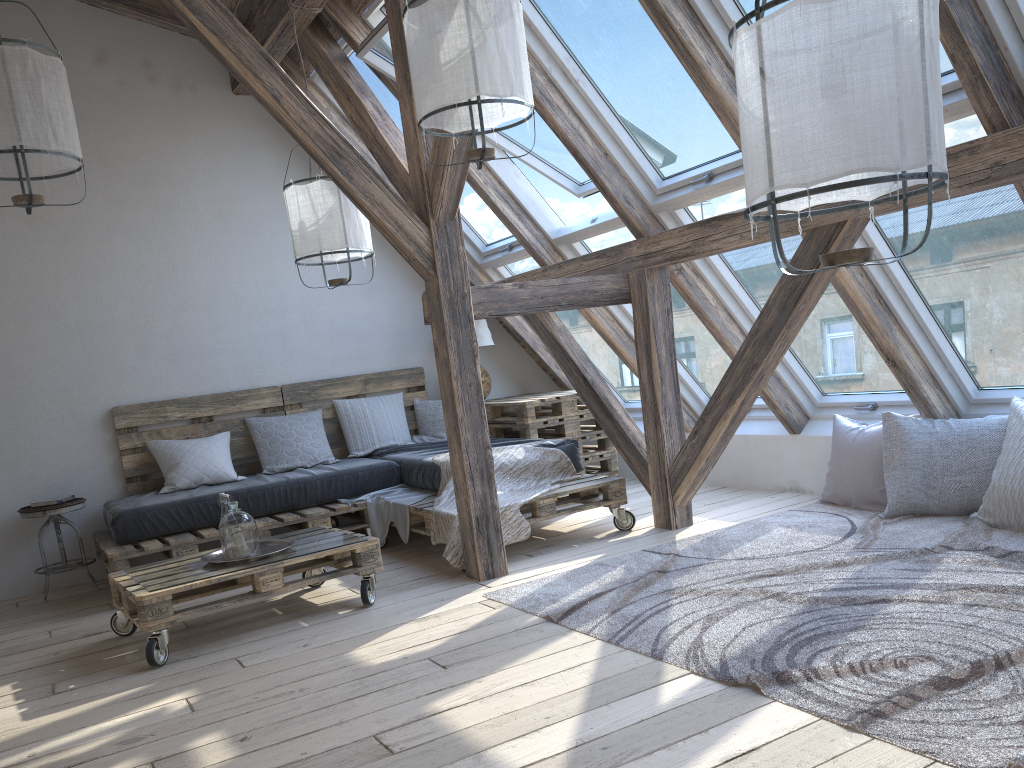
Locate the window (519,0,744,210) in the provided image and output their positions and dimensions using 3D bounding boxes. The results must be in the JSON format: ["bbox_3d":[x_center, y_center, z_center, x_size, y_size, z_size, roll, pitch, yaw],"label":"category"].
[{"bbox_3d":[0.431,-1.457,3.696,1.085,1.296,0.852,-11,7,-29],"label":"window"}]

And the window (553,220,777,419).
[{"bbox_3d":[0.989,-0.362,5.148,1.085,1.296,0.852,-11,7,-29],"label":"window"}]

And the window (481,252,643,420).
[{"bbox_3d":[0.535,-0.326,5.945,1.085,1.296,0.852,-11,7,-29],"label":"window"}]

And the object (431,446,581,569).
[{"bbox_3d":[-0.019,0.593,4.518,0.810,0.480,0.997,-7,3,1],"label":"object"}]

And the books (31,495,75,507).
[{"bbox_3d":[-2.562,0.653,4.913,0.150,0.021,0.202,-8,2,0],"label":"books"}]

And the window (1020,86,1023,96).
[{"bbox_3d":[2.350,-0.471,2.755,1.085,1.296,0.852,-11,7,-29],"label":"window"}]

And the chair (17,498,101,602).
[{"bbox_3d":[-2.544,0.924,4.969,0.350,0.528,0.352,-11,7,-25],"label":"chair"}]

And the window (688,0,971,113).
[{"bbox_3d":[0.885,-1.493,2.898,1.085,1.296,0.852,-11,7,-29],"label":"window"}]

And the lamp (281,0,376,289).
[{"bbox_3d":[-0.983,-1.254,4.387,0.401,1.541,0.399,-6,8,12],"label":"lamp"}]

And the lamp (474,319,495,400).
[{"bbox_3d":[-0.404,0.208,6.342,0.383,1.304,0.823,-15,10,-43],"label":"lamp"}]

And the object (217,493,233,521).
[{"bbox_3d":[-1.235,0.611,3.843,0.070,0.272,0.153,-12,8,-29],"label":"object"}]

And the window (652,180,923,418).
[{"bbox_3d":[1.443,-0.398,4.350,1.085,1.296,0.852,-11,7,-29],"label":"window"}]

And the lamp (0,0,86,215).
[{"bbox_3d":[-1.802,-1.173,3.075,0.408,1.100,0.392,-6,8,12],"label":"lamp"}]

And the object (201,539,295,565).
[{"bbox_3d":[-1.138,0.728,3.806,0.393,0.022,0.391,-8,2,-9],"label":"object"}]

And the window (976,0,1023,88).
[{"bbox_3d":[1.339,-1.529,2.101,1.085,1.296,0.852,-11,7,-29],"label":"window"}]

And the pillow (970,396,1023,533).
[{"bbox_3d":[2.377,0.313,3.328,0.463,0.571,1.269,-11,4,-28],"label":"pillow"}]

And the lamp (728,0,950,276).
[{"bbox_3d":[0.584,-1.187,1.707,0.401,1.925,0.399,-6,9,12],"label":"lamp"}]

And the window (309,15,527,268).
[{"bbox_3d":[-0.477,-1.384,5.292,1.085,1.296,0.852,-11,7,-29],"label":"window"}]

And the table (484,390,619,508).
[{"bbox_3d":[0.157,0.440,6.097,0.668,0.712,1.014,-11,5,-29],"label":"table"}]

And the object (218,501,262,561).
[{"bbox_3d":[-1.152,0.616,3.702,0.156,0.251,0.153,-4,8,29],"label":"object"}]

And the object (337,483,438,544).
[{"bbox_3d":[-0.619,0.741,5.068,0.710,0.281,0.498,-5,4,45],"label":"object"}]

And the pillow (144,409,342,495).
[{"bbox_3d":[-1.633,0.392,5.408,1.119,0.360,0.349,-9,5,-29],"label":"pillow"}]

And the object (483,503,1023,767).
[{"bbox_3d":[1.583,0.675,2.892,2.166,0.057,3.180,-8,2,-29],"label":"object"}]

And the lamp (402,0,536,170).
[{"bbox_3d":[-0.191,-1.421,2.958,0.401,1.325,0.400,-1,10,37],"label":"lamp"}]

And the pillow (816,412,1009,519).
[{"bbox_3d":[1.914,0.384,4.206,0.429,0.532,1.133,-12,5,-37],"label":"pillow"}]

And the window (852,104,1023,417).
[{"bbox_3d":[1.897,-0.434,3.552,1.085,1.296,0.852,-11,7,-29],"label":"window"}]

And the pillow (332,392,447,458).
[{"bbox_3d":[-0.704,0.237,5.955,0.964,0.406,0.383,-8,5,-12],"label":"pillow"}]

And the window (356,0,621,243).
[{"bbox_3d":[0.017,-1.426,4.516,1.336,1.296,0.852,-10,7,-29],"label":"window"}]
